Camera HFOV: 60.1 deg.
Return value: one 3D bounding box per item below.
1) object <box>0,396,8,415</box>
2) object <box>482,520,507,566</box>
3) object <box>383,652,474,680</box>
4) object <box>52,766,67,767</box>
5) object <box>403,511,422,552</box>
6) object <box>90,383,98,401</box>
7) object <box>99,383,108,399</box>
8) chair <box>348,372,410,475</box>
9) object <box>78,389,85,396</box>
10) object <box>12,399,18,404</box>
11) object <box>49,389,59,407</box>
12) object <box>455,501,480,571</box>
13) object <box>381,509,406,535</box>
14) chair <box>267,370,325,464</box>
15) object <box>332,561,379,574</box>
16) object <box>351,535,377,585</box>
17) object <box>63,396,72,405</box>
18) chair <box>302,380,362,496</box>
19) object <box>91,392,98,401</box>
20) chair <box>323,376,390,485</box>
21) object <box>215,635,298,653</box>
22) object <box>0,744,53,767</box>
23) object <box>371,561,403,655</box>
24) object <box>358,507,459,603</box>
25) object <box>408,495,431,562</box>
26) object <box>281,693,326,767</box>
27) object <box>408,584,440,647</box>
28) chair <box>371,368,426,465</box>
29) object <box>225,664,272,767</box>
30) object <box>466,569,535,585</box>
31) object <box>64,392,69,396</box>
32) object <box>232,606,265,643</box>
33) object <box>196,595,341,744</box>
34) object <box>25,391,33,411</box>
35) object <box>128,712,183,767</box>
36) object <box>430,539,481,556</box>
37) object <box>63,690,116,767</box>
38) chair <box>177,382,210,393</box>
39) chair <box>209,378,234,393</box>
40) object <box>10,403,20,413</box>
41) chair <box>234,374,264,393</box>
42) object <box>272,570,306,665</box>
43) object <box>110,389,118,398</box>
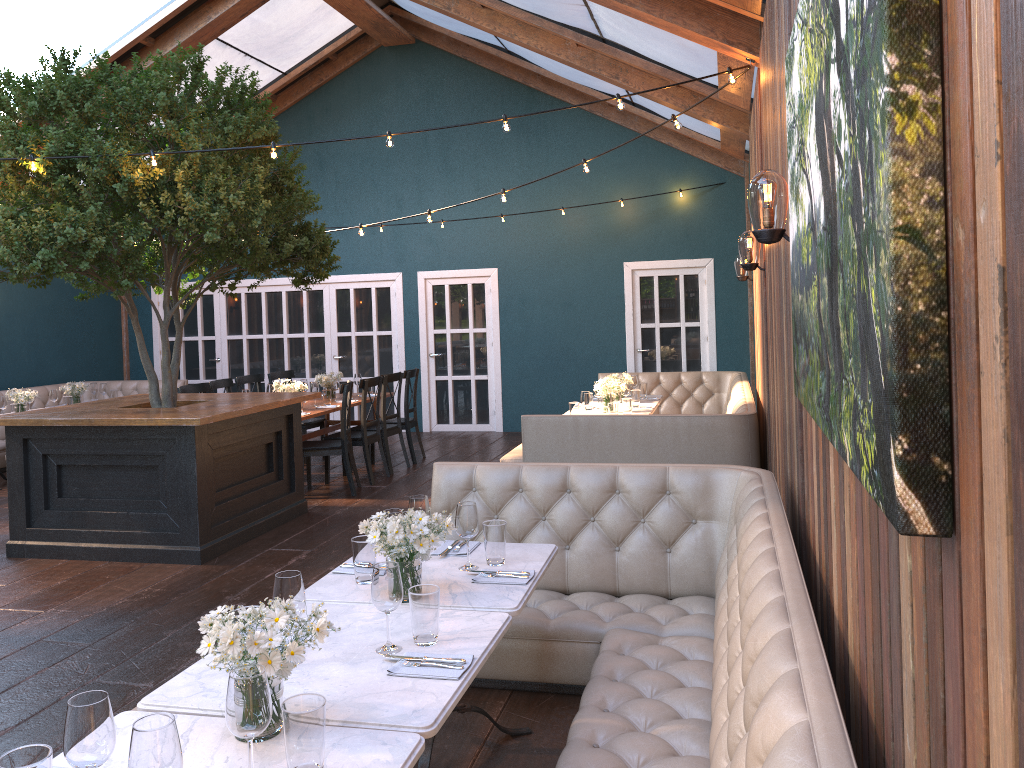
[{"bbox_3d":[-5.300,0.250,9.207,0.092,0.244,0.092,-3,2,-28],"label":"object"},{"bbox_3d":[-0.063,0.602,3.343,0.092,0.158,0.092,-2,2,0],"label":"object"},{"bbox_3d":[-0.240,0.755,2.400,0.255,0.019,0.158,-1,5,14],"label":"object"},{"bbox_3d":[-0.911,0.826,1.813,0.255,0.019,0.158,-1,5,14],"label":"object"},{"bbox_3d":[-0.400,0.596,3.545,0.092,0.158,0.092,-2,2,0],"label":"object"},{"bbox_3d":[-5.122,0.109,10.844,0.092,0.244,0.092,-3,2,-34],"label":"object"},{"bbox_3d":[-4.932,0.115,10.686,0.092,0.244,0.092,-3,2,-34],"label":"object"},{"bbox_3d":[-1.418,0.396,9.308,0.539,1.019,0.478,-1,2,19],"label":"chair"},{"bbox_3d":[-5.180,0.129,10.623,0.092,0.244,0.092,-3,2,-34],"label":"object"},{"bbox_3d":[-5.489,0.249,9.811,0.092,0.158,0.092,-2,2,0],"label":"object"},{"bbox_3d":[-5.134,0.185,9.920,0.092,0.244,0.092,-3,2,-28],"label":"object"},{"bbox_3d":[-0.166,0.566,3.299,0.092,0.244,0.092,-3,2,-28],"label":"object"},{"bbox_3d":[-0.429,0.582,3.212,0.092,0.244,0.092,-3,2,-28],"label":"object"},{"bbox_3d":[-2.470,0.363,10.140,0.539,1.019,0.478,-1,2,19],"label":"chair"},{"bbox_3d":[-0.536,0.688,3.337,0.255,0.019,0.158,-1,5,14],"label":"object"},{"bbox_3d":[-0.528,0.631,3.170,0.092,0.158,0.092,-2,2,0],"label":"object"},{"bbox_3d":[-5.012,0.219,9.983,0.092,0.158,0.092,-2,2,0],"label":"object"},{"bbox_3d":[-1.706,0.497,8.207,0.539,1.019,0.478,-2,2,-3],"label":"chair"},{"bbox_3d":[-5.163,0.145,10.945,0.092,0.158,0.092,-2,2,0],"label":"object"},{"bbox_3d":[-1.551,0.446,8.764,0.539,1.019,0.478,-1,2,14],"label":"chair"},{"bbox_3d":[-0.726,0.756,2.588,0.255,0.019,0.158,-1,5,14],"label":"object"},{"bbox_3d":[-0.903,0.770,1.646,0.092,0.158,0.092,-2,2,0],"label":"object"},{"bbox_3d":[-0.354,0.636,2.522,0.092,0.244,0.092,-3,2,-28],"label":"object"},{"bbox_3d":[-0.362,0.565,2.990,0.336,0.309,0.330,0,3,26],"label":"object"},{"bbox_3d":[-0.359,0.560,3.444,0.092,0.244,0.092,-3,2,-28],"label":"object"},{"bbox_3d":[-0.429,0.738,1.835,0.092,0.158,0.092,-2,2,0],"label":"object"},{"bbox_3d":[-0.252,0.672,2.565,0.092,0.158,0.092,-2,2,0],"label":"object"},{"bbox_3d":[-1.286,0.347,9.852,0.539,1.019,0.478,-2,2,9],"label":"chair"},{"bbox_3d":[-0.532,0.702,1.792,0.092,0.244,0.092,-3,2,-28],"label":"object"},{"bbox_3d":[-0.051,0.685,3.177,0.255,0.019,0.158,-1,5,14],"label":"object"},{"bbox_3d":[-5.297,0.181,10.563,0.092,0.158,0.092,-2,2,0],"label":"object"},{"bbox_3d":[-0.718,0.700,2.421,0.092,0.158,0.092,-2,2,0],"label":"object"},{"bbox_3d":[-0.588,0.650,2.058,0.336,0.309,0.330,0,3,30],"label":"object"},{"bbox_3d":[-5.367,0.200,9.841,0.092,0.244,0.092,-3,2,-28],"label":"object"},{"bbox_3d":[-0.635,0.723,1.581,0.092,0.244,0.092,-3,2,-28],"label":"object"},{"bbox_3d":[-0.232,0.659,3.556,0.157,0.019,0.256,-1,5,14],"label":"object"},{"bbox_3d":[-0.804,0.720,1.688,0.092,0.244,0.092,-2,1,17],"label":"object"},{"bbox_3d":[-2.883,0.511,8.511,0.539,1.019,0.478,-1,2,14],"label":"chair"},{"bbox_3d":[-2.798,0.462,9.068,0.539,1.019,0.478,-2,2,9],"label":"chair"},{"bbox_3d":[-5.189,0.285,9.249,0.092,0.158,0.092,-2,2,0],"label":"object"},{"bbox_3d":[-2.680,0.413,9.615,0.539,1.019,0.478,-1,2,19],"label":"chair"},{"bbox_3d":[-0.619,0.650,2.462,0.092,0.244,0.092,-3,2,-28],"label":"object"},{"bbox_3d":[-4.835,0.150,10.748,0.092,0.158,0.092,-2,2,0],"label":"object"}]
